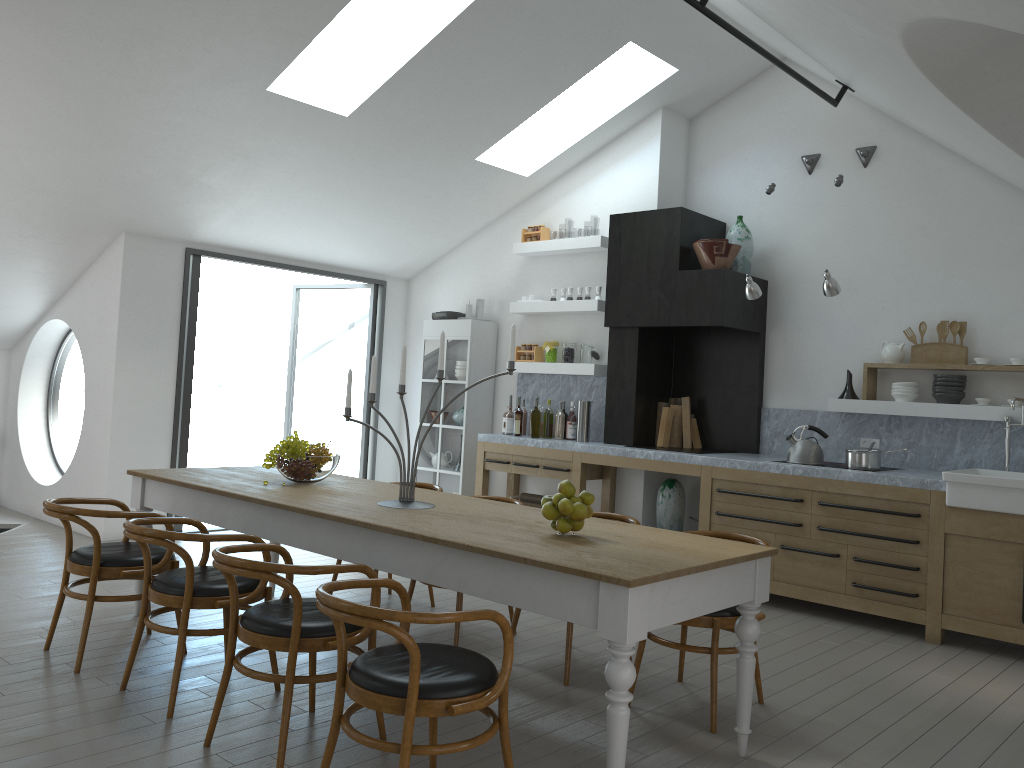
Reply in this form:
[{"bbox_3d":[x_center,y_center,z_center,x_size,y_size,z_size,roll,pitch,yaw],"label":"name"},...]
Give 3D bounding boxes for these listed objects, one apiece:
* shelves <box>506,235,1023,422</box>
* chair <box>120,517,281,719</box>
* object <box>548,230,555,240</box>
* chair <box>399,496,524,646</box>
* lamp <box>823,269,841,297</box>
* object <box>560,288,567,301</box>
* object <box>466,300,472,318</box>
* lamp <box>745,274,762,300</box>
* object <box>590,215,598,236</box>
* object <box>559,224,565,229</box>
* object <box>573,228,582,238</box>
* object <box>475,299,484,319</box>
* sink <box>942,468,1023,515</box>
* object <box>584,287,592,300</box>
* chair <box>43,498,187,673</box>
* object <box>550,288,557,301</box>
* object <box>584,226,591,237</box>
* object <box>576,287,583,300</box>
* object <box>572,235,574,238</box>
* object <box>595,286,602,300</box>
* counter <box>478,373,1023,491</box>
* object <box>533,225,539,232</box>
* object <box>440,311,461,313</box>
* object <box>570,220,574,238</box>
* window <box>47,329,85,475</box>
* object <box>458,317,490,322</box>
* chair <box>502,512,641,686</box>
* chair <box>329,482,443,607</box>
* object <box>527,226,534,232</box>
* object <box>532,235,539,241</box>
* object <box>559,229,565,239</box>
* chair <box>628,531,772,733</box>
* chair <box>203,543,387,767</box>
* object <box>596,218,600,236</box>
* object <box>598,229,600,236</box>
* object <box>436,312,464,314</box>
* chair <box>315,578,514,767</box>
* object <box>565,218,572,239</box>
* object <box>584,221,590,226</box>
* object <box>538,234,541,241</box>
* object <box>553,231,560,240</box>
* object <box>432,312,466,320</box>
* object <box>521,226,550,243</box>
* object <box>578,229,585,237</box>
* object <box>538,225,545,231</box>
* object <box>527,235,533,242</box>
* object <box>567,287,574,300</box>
[{"bbox_3d":[2.297,-0.483,6.520,5.552,1.363,0.479,3,-2,36],"label":"shelves"},{"bbox_3d":[-1.346,0.945,3.771,0.527,0.736,0.620,2,-2,42],"label":"chair"},{"bbox_3d":[0.362,-1.309,7.903,0.082,0.105,0.081,3,-2,10],"label":"object"},{"bbox_3d":[-0.244,1.016,4.935,0.527,0.736,0.620,2,-2,38],"label":"chair"},{"bbox_3d":[2.117,-0.664,5.881,0.112,0.176,0.168,2,-2,34],"label":"lamp"},{"bbox_3d":[0.451,-0.778,7.753,0.068,0.124,0.063,2,-2,35],"label":"object"},{"bbox_3d":[-0.404,-0.694,8.331,0.054,0.196,0.054,4,-2,-23],"label":"object"},{"bbox_3d":[1.688,-0.681,6.269,0.164,0.178,0.115,4,-2,-30],"label":"lamp"},{"bbox_3d":[0.693,-1.335,7.511,0.063,0.187,0.063,3,-2,10],"label":"object"},{"bbox_3d":[0.442,-1.337,7.882,0.048,0.169,0.048,5,-3,-40],"label":"object"},{"bbox_3d":[0.569,-1.299,7.718,0.082,0.105,0.081,3,-2,10],"label":"object"},{"bbox_3d":[-0.306,-0.695,8.373,0.072,0.211,0.071,4,-2,-25],"label":"object"},{"bbox_3d":[3.142,0.651,5.147,1.021,0.202,0.726,3,-1,42],"label":"sink"},{"bbox_3d":[0.649,-0.768,7.564,0.068,0.124,0.063,2,-2,35],"label":"object"},{"bbox_3d":[-1.916,0.918,4.225,0.527,0.736,0.620,2,-2,45],"label":"chair"},{"bbox_3d":[0.368,-0.782,7.828,0.068,0.124,0.063,2,-2,35],"label":"object"},{"bbox_3d":[0.649,-1.293,7.569,0.071,0.099,0.071,3,-2,6],"label":"object"},{"bbox_3d":[0.585,-0.771,7.633,0.068,0.124,0.063,2,-2,35],"label":"object"},{"bbox_3d":[0.494,-1.296,7.828,0.093,0.093,0.094,4,-1,-16],"label":"object"},{"bbox_3d":[0.732,-0.764,7.490,0.068,0.124,0.063,2,-2,35],"label":"object"},{"bbox_3d":[2.485,0.327,5.985,6.578,0.620,0.960,3,-1,42],"label":"counter"},{"bbox_3d":[0.217,-1.400,8.038,0.058,0.075,0.058,4,-2,-25],"label":"object"},{"bbox_3d":[-0.592,-0.634,8.555,0.170,0.120,0.170,2,-1,42],"label":"object"},{"bbox_3d":[0.513,-1.339,7.754,0.054,0.179,0.054,2,-2,18],"label":"object"},{"bbox_3d":[-3.881,0.161,8.060,1.471,1.472,0.104,2,-2,42],"label":"window"},{"bbox_3d":[-0.359,-0.601,8.350,0.294,0.025,0.150,3,-1,-24],"label":"object"},{"bbox_3d":[0.339,1.044,4.495,0.527,0.736,0.620,2,-2,45],"label":"chair"},{"bbox_3d":[-0.745,0.993,5.462,0.527,0.736,0.620,2,-2,42],"label":"chair"},{"bbox_3d":[0.167,-1.402,8.083,0.058,0.075,0.058,4,-2,-25],"label":"object"},{"bbox_3d":[0.213,-1.314,8.035,0.058,0.075,0.058,4,-2,-25],"label":"object"},{"bbox_3d":[0.441,-1.302,7.753,0.071,0.099,0.071,3,-2,6],"label":"object"},{"bbox_3d":[0.872,1.069,4.006,0.527,0.736,0.620,2,-2,38],"label":"chair"},{"bbox_3d":[-0.814,0.970,3.275,0.527,0.736,0.620,2,-2,37],"label":"chair"},{"bbox_3d":[0.720,-1.329,7.569,0.054,0.179,0.054,2,-2,18],"label":"object"},{"bbox_3d":[0.701,-1.286,7.643,0.093,0.093,0.094,4,-1,-16],"label":"object"},{"bbox_3d":[-0.592,-0.625,8.554,0.238,0.120,0.238,2,-1,42],"label":"object"},{"bbox_3d":[-0.320,0.993,2.743,0.527,0.736,0.620,2,-2,45],"label":"chair"},{"bbox_3d":[0.486,-1.345,7.696,0.063,0.187,0.063,3,-2,10],"label":"object"},{"bbox_3d":[0.649,-1.327,7.697,0.048,0.169,0.048,5,-3,-40],"label":"object"},{"bbox_3d":[0.263,-1.311,7.990,0.058,0.075,0.058,4,-2,-25],"label":"object"},{"bbox_3d":[0.402,-1.297,7.826,0.077,0.085,0.077,4,-1,-16],"label":"object"},{"bbox_3d":[-0.593,-0.616,8.554,0.299,0.120,0.298,3,-1,42],"label":"object"},{"bbox_3d":[0.215,-1.338,8.033,0.237,0.146,0.120,2,-2,42],"label":"object"},{"bbox_3d":[0.609,-1.288,7.641,0.077,0.085,0.077,4,-1,-16],"label":"object"},{"bbox_3d":[0.267,-1.398,7.993,0.058,0.075,0.058,4,-2,-25],"label":"object"},{"bbox_3d":[0.163,-1.316,8.079,0.058,0.075,0.058,4,-2,-25],"label":"object"},{"bbox_3d":[0.505,-0.775,7.685,0.068,0.124,0.063,2,-2,35],"label":"object"}]
